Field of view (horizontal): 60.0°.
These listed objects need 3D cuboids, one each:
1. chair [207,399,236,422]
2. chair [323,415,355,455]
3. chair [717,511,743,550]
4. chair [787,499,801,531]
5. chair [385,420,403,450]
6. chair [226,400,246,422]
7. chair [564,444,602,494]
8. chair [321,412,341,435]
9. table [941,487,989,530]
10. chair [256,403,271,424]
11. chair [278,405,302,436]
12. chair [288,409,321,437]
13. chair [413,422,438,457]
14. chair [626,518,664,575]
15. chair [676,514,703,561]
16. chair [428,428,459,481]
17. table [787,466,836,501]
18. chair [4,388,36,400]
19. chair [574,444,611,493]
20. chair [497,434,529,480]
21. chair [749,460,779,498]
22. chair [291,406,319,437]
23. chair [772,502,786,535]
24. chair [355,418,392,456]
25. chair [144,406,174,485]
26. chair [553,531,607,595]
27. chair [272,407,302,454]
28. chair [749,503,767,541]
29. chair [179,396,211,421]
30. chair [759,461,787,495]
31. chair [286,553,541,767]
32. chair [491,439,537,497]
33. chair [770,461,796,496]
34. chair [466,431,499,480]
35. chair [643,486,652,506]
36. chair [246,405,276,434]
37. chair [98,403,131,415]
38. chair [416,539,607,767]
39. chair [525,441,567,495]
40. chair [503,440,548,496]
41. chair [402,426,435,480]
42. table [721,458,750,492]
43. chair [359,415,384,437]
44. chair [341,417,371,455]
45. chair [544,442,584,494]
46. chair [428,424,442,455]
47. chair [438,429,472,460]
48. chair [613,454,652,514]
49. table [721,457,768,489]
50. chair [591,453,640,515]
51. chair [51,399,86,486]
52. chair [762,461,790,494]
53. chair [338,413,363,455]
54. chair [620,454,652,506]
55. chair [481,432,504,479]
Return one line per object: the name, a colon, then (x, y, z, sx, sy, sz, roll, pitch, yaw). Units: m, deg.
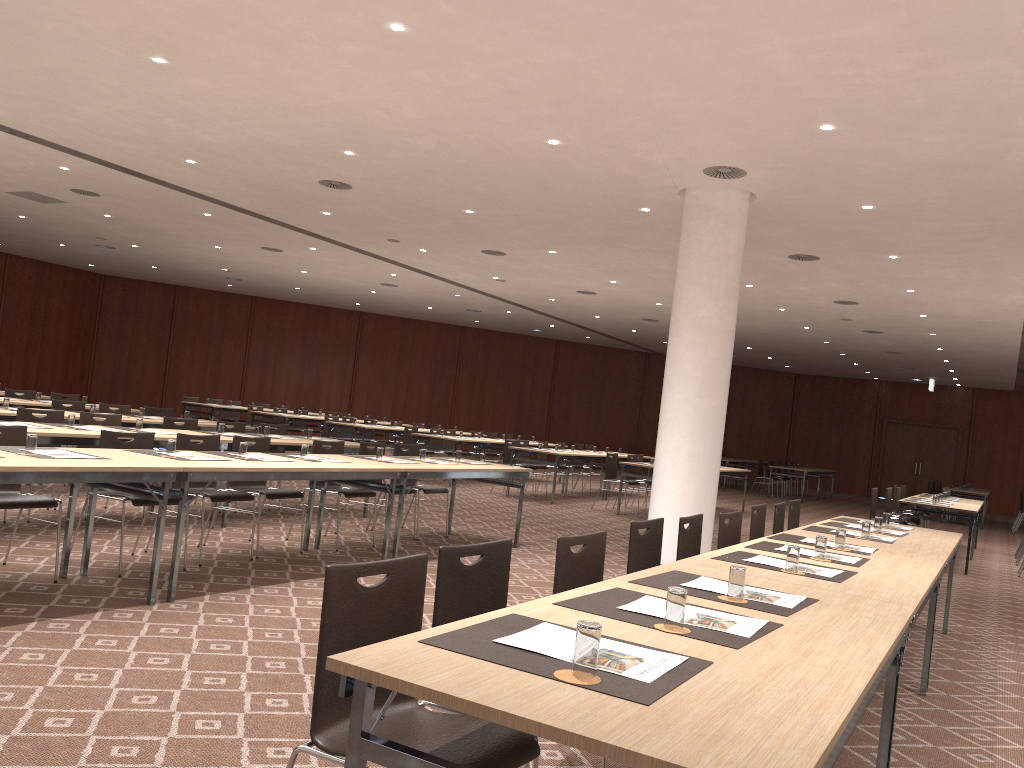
chair: (-6.552, 0.820, 19.828, 0.613, 0.939, 0.536, 6, -2, 27)
chair: (-3.430, 1.099, 17.243, 0.613, 0.939, 0.536, 6, -2, 28)
chair: (1.445, 1.271, 5.397, 0.613, 0.939, 0.536, 6, -2, 32)
chair: (2.505, 1.465, 7.470, 0.613, 0.939, 0.536, 6, -2, 29)
chair: (-2.425, 1.286, 19.272, 0.613, 0.939, 0.536, 6, -2, 29)
chair: (-6.335, 0.866, 20.432, 0.613, 0.939, 0.536, 6, -2, 26)
chair: (1.457, 1.693, 17.847, 0.613, 0.939, 0.536, 6, -2, 28)
chair: (-4.049, 1.128, 20.238, 0.613, 0.939, 0.536, 6, -2, 30)
table: (11.026, 2.996, 21.575, 0.953, 0.833, 2.269, 6, -2, 29)
chair: (-5.890, 0.945, 21.236, 0.613, 0.939, 0.536, 6, -2, 32)
chair: (-5.528, 1.006, 21.766, 0.613, 0.939, 0.536, 6, -2, 27)
chair: (-4.553, 1.041, 19.414, 0.613, 0.939, 0.536, 6, -2, 32)
chair: (-2.002, 1.354, 19.823, 0.613, 0.939, 0.536, 6, -2, 30)
chair: (0.764, 1.155, 4.325, 0.613, 0.939, 0.536, 6, -2, 31)
chair: (1.089, 1.210, 4.841, 0.613, 0.939, 0.536, 6, -2, 28)
chair: (-1.356, 1.330, 16.876, 0.613, 0.939, 0.536, 6, -2, 26)
table: (8.613, 2.847, 25.530, 0.953, 0.833, 2.269, 6, -2, 29)
chair: (-6.511, 0.554, 11.835, 0.613, 0.939, 0.536, 6, -2, 28)
chair: (1.723, 1.744, 18.414, 0.613, 0.939, 0.536, 6, -2, 27)
chair: (0.022, 1.576, 19.367, 0.613, 0.939, 0.536, 6, -2, 28)
chair: (6.656, 2.488, 23.306, 0.613, 0.939, 0.536, 6, -2, 32)
chair: (-5.246, 1.060, 22.400, 0.613, 0.939, 0.536, 6, -2, 28)
chair: (2.180, 1.405, 6.811, 0.613, 0.939, 0.536, 6, -2, 27)
chair: (-2.854, 1.205, 18.371, 0.613, 0.939, 0.536, 6, -2, 26)
chair: (-4.442, 0.779, 11.302, 0.613, 0.939, 0.536, 6, -2, 30)
chair: (0.371, 1.079, 3.457, 0.613, 0.939, 0.536, 6, -2, 31)
chair: (-4.838, 0.987, 18.812, 0.613, 0.939, 0.536, 6, -2, 26)
chair: (1.887, 1.355, 6.354, 0.613, 0.939, 0.536, 6, -2, 29)
chair: (-6.915, 0.758, 19.261, 0.613, 0.939, 0.536, 6, -2, 31)
chair: (7.036, 2.548, 23.754, 0.613, 0.939, 0.536, 6, -2, 29)
chair: (-0.280, 0.966, 2.367, 0.613, 0.939, 0.536, 6, -2, 32)
chair: (0.077, 1.447, 15.352, 0.613, 0.939, 0.536, 6, -2, 31)
chair: (7.780, 2.689, 25.337, 0.613, 0.939, 0.536, 6, -2, 28)
chair: (-0.630, 1.463, 18.276, 0.613, 0.939, 0.536, 6, -2, 31)
chair: (2.834, 1.803, 16.310, 0.613, 0.939, 0.536, 6, -2, 28)
chair: (-5.229, 0.924, 18.317, 0.613, 0.939, 0.536, 6, -2, 30)
chair: (-4.778, 0.722, 10.782, 0.613, 0.939, 0.536, 6, -2, 31)
chair: (-0.031, 1.013, 2.888, 0.613, 0.939, 0.536, 6, -2, 32)
chair: (0.684, 1.558, 16.537, 0.613, 0.939, 0.536, 6, -2, 26)
chair: (0.293, 1.493, 15.955, 0.613, 0.939, 0.536, 6, -2, 30)
chair: (-1.774, 1.263, 16.334, 0.613, 0.939, 0.536, 6, -2, 29)
table: (5.781, 2.480, 24.526, 0.953, 0.833, 2.269, 6, -2, 29)
chair: (-3.444, 1.239, 21.418, 0.613, 0.939, 0.536, 6, -2, 28)
chair: (-3.203, 1.147, 17.865, 0.613, 0.939, 0.536, 6, -2, 27)
chair: (1.056, 1.629, 17.335, 0.613, 0.939, 0.536, 6, -2, 27)
chair: (-1.708, 1.410, 20.442, 0.613, 0.939, 0.536, 6, -2, 32)
chair: (-1.147, 1.375, 17.466, 0.613, 0.939, 0.536, 6, -2, 31)
chair: (2.138, 1.676, 14.963, 0.613, 0.939, 0.536, 6, -2, 31)
table: (6.877, 2.676, 26.506, 0.953, 0.833, 2.269, 6, -2, 29)
chair: (1.733, 1.611, 14.445, 0.613, 0.939, 0.536, 6, -2, 32)
chair: (-5.091, 0.669, 10.288, 0.613, 0.939, 0.536, 6, -2, 28)
chair: (7.297, 2.600, 24.374, 0.613, 0.939, 0.536, 6, -2, 32)
chair: (-3.842, 1.172, 20.825, 0.613, 0.939, 0.536, 6, -2, 31)
chair: (2.317, 1.715, 15.500, 0.613, 0.939, 0.536, 6, -2, 31)
chair: (-0.334, 1.520, 18.936, 0.613, 0.939, 0.536, 6, -2, 31)
